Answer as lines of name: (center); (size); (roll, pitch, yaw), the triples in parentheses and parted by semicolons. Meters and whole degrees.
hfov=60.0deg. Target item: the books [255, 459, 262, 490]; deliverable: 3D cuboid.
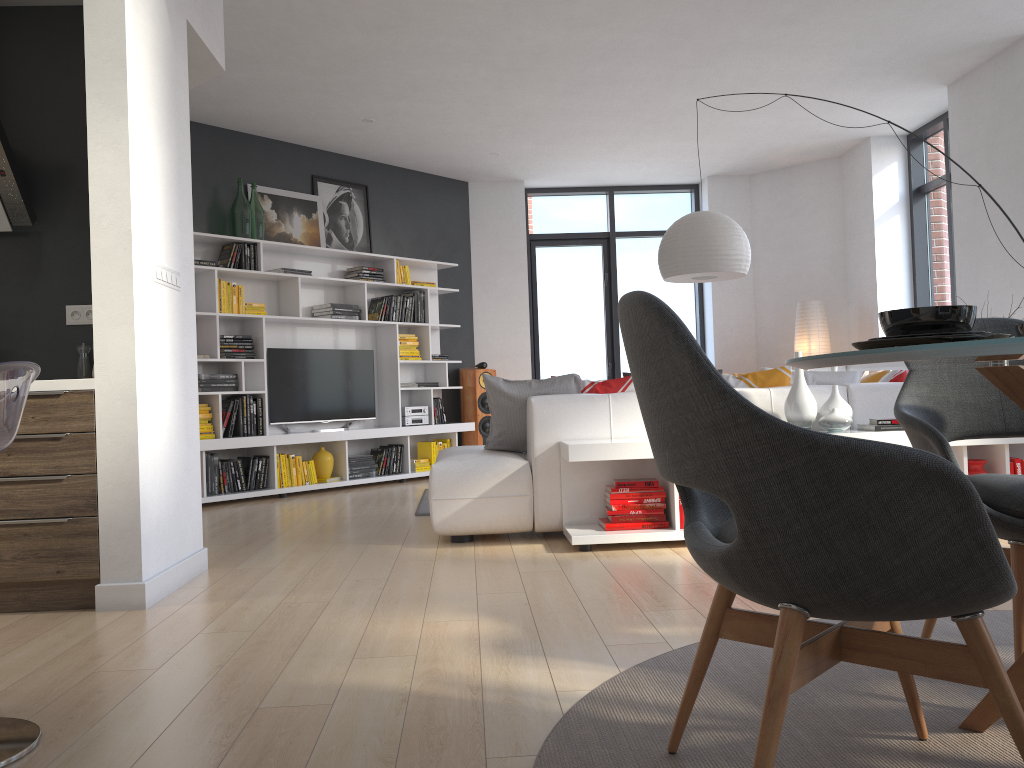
books: (-2.042, 0.706, 6.980); (0.179, 0.243, 0.071); (-3, -1, 41)

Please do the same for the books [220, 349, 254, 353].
books: (-2.212, -0.255, 6.997); (0.209, 0.030, 0.266); (-3, -1, 40)

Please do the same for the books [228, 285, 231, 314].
books: (-2.254, -0.651, 6.942); (0.156, 0.229, 0.024); (-3, -1, 42)

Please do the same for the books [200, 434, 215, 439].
books: (-2.424, 0.403, 6.720); (0.270, 0.029, 0.204); (-1, -1, -43)

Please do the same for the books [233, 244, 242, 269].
books: (-2.209, -0.995, 7.018); (0.154, 0.212, 0.074); (-3, -1, 41)

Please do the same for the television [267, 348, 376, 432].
television: (-1.631, 0.050, 7.674); (0.207, 0.704, 1.102); (-3, -1, 42)

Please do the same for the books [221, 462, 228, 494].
books: (-2.240, 0.714, 6.764); (0.189, 0.240, 0.053); (-3, -1, 42)

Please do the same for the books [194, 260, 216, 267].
books: (-2.429, -0.908, 6.757); (0.268, 0.046, 0.208); (-1, -1, -45)

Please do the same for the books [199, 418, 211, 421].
books: (-2.449, 0.273, 6.737); (0.180, 0.019, 0.251); (-3, -1, 42)

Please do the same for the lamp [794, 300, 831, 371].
lamp: (3.039, -0.034, 8.428); (0.502, 1.550, 0.804); (-1, -1, -43)

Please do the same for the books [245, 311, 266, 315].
books: (-2.095, -0.558, 7.119); (0.147, 0.033, 0.190); (-3, -1, 42)

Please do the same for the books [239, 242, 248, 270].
books: (-2.165, -1.004, 7.077); (0.176, 0.232, 0.025); (-3, -1, 42)

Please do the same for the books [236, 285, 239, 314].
books: (-2.216, -0.658, 7.012); (0.169, 0.239, 0.023); (-3, -1, 42)

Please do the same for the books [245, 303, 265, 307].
books: (-2.109, -0.630, 7.127); (0.138, 0.026, 0.186); (-3, -1, 42)

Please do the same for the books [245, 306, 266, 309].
books: (-2.096, -0.610, 7.121); (0.134, 0.014, 0.187); (-3, -1, 42)

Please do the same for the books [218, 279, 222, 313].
books: (-2.321, -0.671, 6.890); (0.213, 0.270, 0.025); (-3, -1, 42)

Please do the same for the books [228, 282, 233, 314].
books: (-2.254, -0.663, 6.971); (0.180, 0.251, 0.019); (-3, -1, 42)

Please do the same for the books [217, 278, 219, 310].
books: (-2.332, -0.671, 6.864); (0.204, 0.270, 0.029); (-3, -1, 42)

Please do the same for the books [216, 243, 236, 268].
books: (-2.255, -0.994, 6.977); (0.166, 0.213, 0.096); (-3, -1, 40)

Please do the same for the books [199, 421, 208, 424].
books: (-2.443, 0.294, 6.716); (0.228, 0.024, 0.152); (-1, -1, -44)

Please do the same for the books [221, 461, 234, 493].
books: (-2.198, 0.710, 6.789); (0.169, 0.242, 0.050); (-3, -1, 41)

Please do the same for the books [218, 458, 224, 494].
books: (-2.265, 0.699, 6.743); (0.202, 0.268, 0.053); (-3, -1, 42)

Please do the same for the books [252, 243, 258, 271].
books: (-2.102, -1.006, 7.130); (0.174, 0.230, 0.019); (-3, -1, 42)

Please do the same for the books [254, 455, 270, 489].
books: (-2.003, 0.698, 7.042); (0.197, 0.260, 0.066); (-3, -1, 42)

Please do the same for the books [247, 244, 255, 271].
books: (-2.126, -0.999, 7.114); (0.169, 0.218, 0.038); (-3, -1, 42)

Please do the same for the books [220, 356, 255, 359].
books: (-2.191, -0.203, 6.987); (0.189, 0.026, 0.263); (-3, -1, 40)

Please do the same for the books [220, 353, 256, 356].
books: (-2.192, -0.228, 6.989); (0.189, 0.025, 0.270); (-3, -1, 41)

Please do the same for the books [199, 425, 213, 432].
books: (-2.438, 0.342, 6.728); (0.198, 0.044, 0.255); (-3, -1, 42)

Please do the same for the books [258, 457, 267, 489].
books: (-2.025, 0.703, 7.016); (0.191, 0.249, 0.084); (-3, -1, 42)

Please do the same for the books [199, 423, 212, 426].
books: (-2.452, 0.313, 6.737); (0.263, 0.015, 0.198); (-1, -1, -45)

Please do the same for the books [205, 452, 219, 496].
books: (-2.329, 0.678, 6.680); (0.259, 0.321, 0.128); (-3, -1, 42)

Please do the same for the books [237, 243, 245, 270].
books: (-2.178, -0.998, 7.055); (0.156, 0.221, 0.021); (-3, -1, 42)

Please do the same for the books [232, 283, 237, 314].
books: (-2.234, -0.663, 6.989); (0.185, 0.250, 0.035); (-3, -1, 42)

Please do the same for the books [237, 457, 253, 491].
books: (-2.102, 0.700, 6.937); (0.197, 0.260, 0.066); (-3, -1, 42)

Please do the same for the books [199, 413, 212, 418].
books: (-2.441, 0.246, 6.745); (0.250, 0.035, 0.185); (-1, -1, -45)

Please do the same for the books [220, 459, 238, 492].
books: (-2.188, 0.705, 6.818); (0.193, 0.255, 0.066); (-3, -1, 41)

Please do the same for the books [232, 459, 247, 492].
books: (-2.141, 0.705, 6.863); (0.191, 0.249, 0.083); (-3, -1, 42)

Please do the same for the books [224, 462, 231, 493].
books: (-2.219, 0.714, 6.777); (0.170, 0.236, 0.049); (-3, -1, 42)

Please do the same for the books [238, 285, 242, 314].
books: (-2.197, -0.656, 7.028); (0.172, 0.234, 0.024); (-3, -1, 42)

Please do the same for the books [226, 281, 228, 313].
books: (-2.282, -0.667, 6.943); (0.199, 0.263, 0.015); (-3, -1, 42)

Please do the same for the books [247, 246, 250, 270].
books: (-2.145, -0.990, 7.091); (0.147, 0.200, 0.021); (-3, -1, 42)

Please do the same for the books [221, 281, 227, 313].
books: (-2.301, -0.664, 6.919); (0.198, 0.255, 0.044); (-3, -1, 42)

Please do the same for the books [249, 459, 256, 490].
books: (-2.066, 0.709, 6.934); (0.172, 0.242, 0.069); (-3, -1, 43)

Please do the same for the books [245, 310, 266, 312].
books: (-2.099, -0.581, 7.123); (0.148, 0.011, 0.196); (-3, -1, 42)

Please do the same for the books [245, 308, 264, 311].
books: (-2.088, -0.595, 7.106); (0.113, 0.018, 0.169); (-3, -1, 43)

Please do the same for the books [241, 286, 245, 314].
books: (-2.182, -0.656, 7.050); (0.172, 0.234, 0.024); (-3, -1, 42)

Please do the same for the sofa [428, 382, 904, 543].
sofa: (1.215, 0.401, 5.767); (3.424, 0.732, 2.614); (-2, -1, -3)

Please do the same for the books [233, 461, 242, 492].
books: (-2.162, 0.710, 6.835); (0.177, 0.242, 0.066); (-3, -1, 42)

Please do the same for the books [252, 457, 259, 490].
books: (-2.069, 0.702, 6.969); (0.192, 0.254, 0.075); (-3, -1, 41)

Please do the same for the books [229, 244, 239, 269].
books: (-2.237, -0.993, 7.005); (0.171, 0.214, 0.087); (-3, -1, 42)

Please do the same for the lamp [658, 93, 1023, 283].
lamp: (2.391, -0.610, 5.165); (3.199, 2.647, 0.710); (-3, -1, 33)
